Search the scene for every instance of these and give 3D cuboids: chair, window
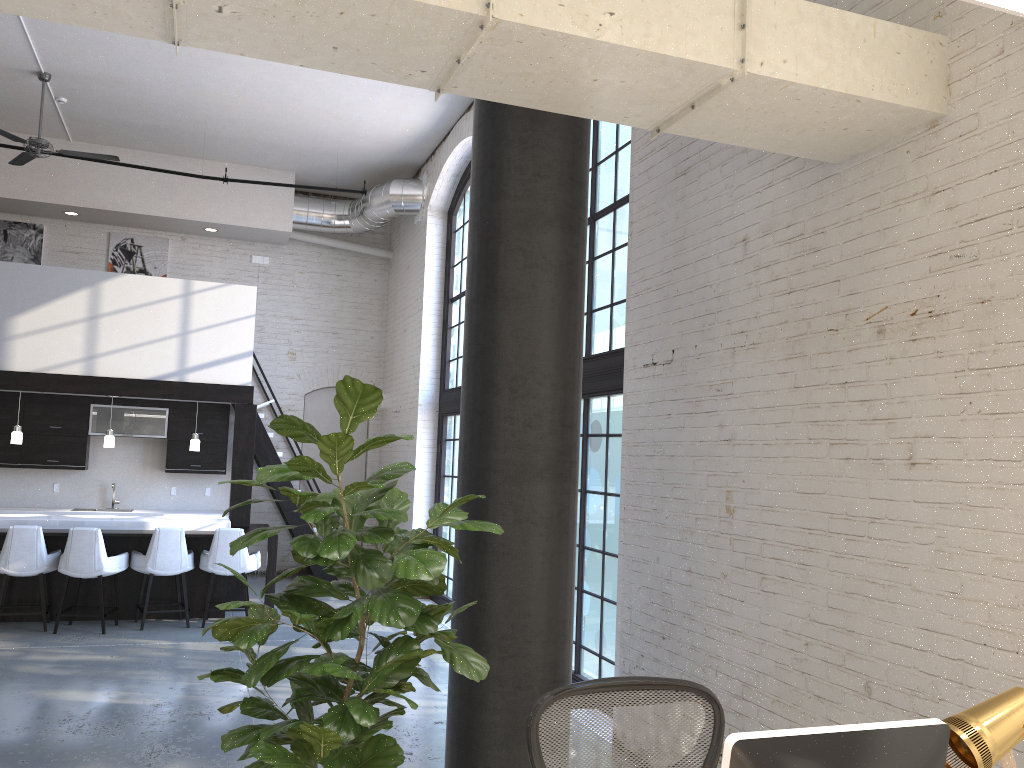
[{"bbox_3d":[-2.776,1.888,8.679,0.579,0.983,0.502,3,-4,-13],"label":"chair"},{"bbox_3d":[-3.888,1.797,8.142,0.579,0.983,0.502,3,-4,-8],"label":"chair"},{"bbox_3d":[-3.331,1.849,8.478,0.579,0.983,0.501,5,-5,-28],"label":"chair"},{"bbox_3d":[0.601,-0.227,6.850,0.138,5.173,2.493,4,-4,-19],"label":"window"},{"bbox_3d":[-4.452,1.770,8.086,0.579,0.983,0.502,4,-5,-23],"label":"chair"},{"bbox_3d":[-0.406,-0.022,9.686,0.138,5.173,2.493,4,-4,-19],"label":"window"},{"bbox_3d":[0.394,1.338,2.193,0.771,1.084,0.793,5,-5,-36],"label":"chair"}]

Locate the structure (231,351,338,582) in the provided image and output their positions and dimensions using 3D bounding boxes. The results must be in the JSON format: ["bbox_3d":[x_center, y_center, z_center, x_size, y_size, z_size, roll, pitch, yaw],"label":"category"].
[{"bbox_3d":[-3.032,1.055,11.939,1.663,3.183,0.930,4,-4,-19],"label":"structure"}]

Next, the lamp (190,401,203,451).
[{"bbox_3d":[-3.701,0.476,10.450,0.124,0.623,1.950,4,-5,-19],"label":"lamp"}]

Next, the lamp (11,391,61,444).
[{"bbox_3d":[-5.276,0.365,9.898,0.124,0.623,1.954,4,-5,-17],"label":"lamp"}]

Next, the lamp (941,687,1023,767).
[{"bbox_3d":[1.037,0.877,1.857,0.344,0.469,0.126,4,-4,-19],"label":"lamp"}]

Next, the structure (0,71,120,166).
[{"bbox_3d":[-4.847,-2.709,9.118,1.368,0.862,1.190,5,-5,-29],"label":"structure"}]

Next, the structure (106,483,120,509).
[{"bbox_3d":[-5.010,1.411,11.134,0.149,0.328,0.225,4,-5,-19],"label":"structure"}]

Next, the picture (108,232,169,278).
[{"bbox_3d":[-5.023,-1.403,11.887,0.731,1.182,0.049,4,-4,-19],"label":"picture"}]

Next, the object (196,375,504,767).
[{"bbox_3d":[-0.289,0.530,1.551,0.514,1.076,0.439,5,-5,-29],"label":"object"}]

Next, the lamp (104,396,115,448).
[{"bbox_3d":[-4.204,0.356,9.296,0.100,0.623,0.100,3,-4,-13],"label":"lamp"}]

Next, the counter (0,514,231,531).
[{"bbox_3d":[-4.098,1.407,9.076,2.294,0.095,0.978,4,-5,-19],"label":"counter"}]

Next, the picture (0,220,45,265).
[{"bbox_3d":[-6.455,-1.504,11.384,0.731,1.182,0.049,4,-4,-19],"label":"picture"}]

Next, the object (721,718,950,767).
[{"bbox_3d":[0.590,0.866,1.605,0.484,0.485,0.190,4,-4,-19],"label":"object"}]

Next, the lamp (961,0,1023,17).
[{"bbox_3d":[-1.629,-2.116,0.553,7.304,2.861,0.226,4,-4,-19],"label":"lamp"}]

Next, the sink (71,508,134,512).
[{"bbox_3d":[-5.031,1.634,10.895,0.677,0.168,0.475,4,-5,-19],"label":"sink"}]

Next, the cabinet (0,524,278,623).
[{"bbox_3d":[-3.824,1.904,8.935,2.692,0.909,1.371,4,-5,-19],"label":"cabinet"}]

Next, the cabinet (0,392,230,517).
[{"bbox_3d":[-5.087,1.160,9.060,4.233,2.312,4.279,4,-5,-19],"label":"cabinet"}]

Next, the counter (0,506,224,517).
[{"bbox_3d":[-5.516,1.498,10.230,4.239,0.045,1.711,4,-5,-19],"label":"counter"}]
